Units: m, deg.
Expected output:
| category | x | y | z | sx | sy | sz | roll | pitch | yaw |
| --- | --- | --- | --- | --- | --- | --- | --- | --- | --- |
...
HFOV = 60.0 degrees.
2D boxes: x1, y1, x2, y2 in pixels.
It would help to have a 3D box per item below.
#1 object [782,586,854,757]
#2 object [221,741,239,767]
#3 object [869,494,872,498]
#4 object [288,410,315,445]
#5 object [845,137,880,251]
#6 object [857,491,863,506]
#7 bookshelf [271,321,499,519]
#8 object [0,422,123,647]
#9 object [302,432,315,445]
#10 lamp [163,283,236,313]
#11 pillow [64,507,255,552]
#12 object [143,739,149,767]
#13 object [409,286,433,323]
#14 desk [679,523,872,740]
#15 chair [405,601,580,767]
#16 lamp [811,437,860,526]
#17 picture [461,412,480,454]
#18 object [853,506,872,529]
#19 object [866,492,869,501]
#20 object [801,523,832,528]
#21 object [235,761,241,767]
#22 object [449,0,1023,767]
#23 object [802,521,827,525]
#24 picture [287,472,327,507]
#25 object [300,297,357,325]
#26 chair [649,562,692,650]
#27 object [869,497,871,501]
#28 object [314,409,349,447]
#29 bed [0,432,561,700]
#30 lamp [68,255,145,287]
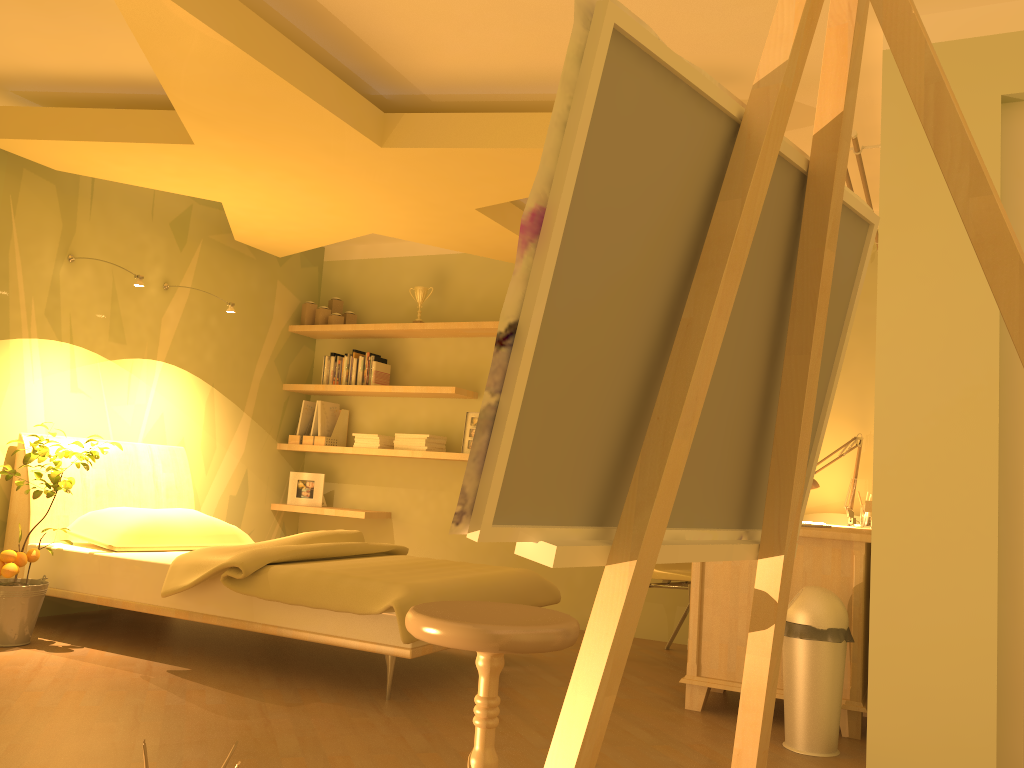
| category | x | y | z | sx | sy | sz | roll | pitch | yaw |
| --- | --- | --- | --- | --- | --- | --- | --- | --- | --- |
| object | 1.020 | 0.956 | 3.002 | 0.248 | 0.535 | 0.255 | 8 | -7 | -29 |
| object | -0.589 | 0.814 | 1.625 | 0.010 | 0.278 | 0.172 | -1 | -8 | 38 |
| object | 1.739 | 0.615 | 4.341 | 0.008 | 0.155 | 0.073 | 5 | -7 | -9 |
| object | -1.404 | 0.288 | 6.022 | 0.087 | 0.259 | 0.236 | 2 | -7 | 20 |
| object | 1.600 | -0.791 | 3.927 | 0.190 | 0.113 | 1.708 | 1 | -7 | 26 |
| object | 1.727 | 0.612 | 4.372 | 0.053 | 0.162 | 0.009 | 4 | -6 | 2 |
| bookshelf | -0.319 | 0.254 | 5.510 | 2.605 | 1.240 | 0.300 | 1 | -7 | 26 |
| object | -2.099 | 0.611 | 3.697 | 0.372 | 0.944 | 0.828 | 2 | -7 | 19 |
| object | -1.290 | 0.290 | 5.968 | 0.087 | 0.259 | 0.236 | 1 | -7 | 26 |
| lamp | -1.739 | -0.482 | 4.932 | 0.533 | 0.178 | 0.050 | 1 | -7 | 26 |
| pillow | -1.725 | 0.730 | 4.409 | 0.482 | 0.213 | 0.801 | -1 | -8 | 36 |
| object | -0.630 | 0.784 | 1.555 | 0.069 | 0.319 | 0.010 | 9 | -8 | -37 |
| object | -0.600 | -0.496 | 5.771 | 0.160 | 0.268 | 0.095 | 4 | -7 | -4 |
| desk | 1.259 | 0.984 | 3.911 | 0.684 | 0.720 | 1.396 | 1 | -7 | 26 |
| chair | -0.061 | 0.731 | 1.752 | 0.364 | 0.551 | 0.348 | -1 | -8 | 37 |
| lamp | 1.564 | 0.472 | 4.432 | 0.484 | 0.455 | 0.140 | 9 | -8 | -39 |
| picture | -0.209 | 0.311 | 5.507 | 0.134 | 0.264 | 0.171 | 1 | -7 | 25 |
| object | 1.690 | 0.640 | 4.277 | 0.070 | 0.105 | 0.240 | 2 | -7 | 18 |
| object | 1.743 | 0.613 | 4.377 | 0.034 | 0.165 | 0.009 | 2 | -7 | 18 |
| object | 1.174 | 0.597 | 3.792 | 0.210 | 0.010 | 0.300 | 9 | -8 | -39 |
| object | -0.564 | 0.807 | 1.582 | 0.159 | 0.286 | 0.010 | 2 | -7 | 21 |
| object | 0.546 | 0.121 | 1.454 | 1.132 | 1.896 | 0.972 | 3 | -7 | 8 |
| object | 1.441 | 0.690 | 4.439 | 0.040 | 0.009 | 0.300 | 8 | -8 | -34 |
| picture | -1.366 | 0.704 | 5.932 | 0.247 | 0.219 | 0.131 | 4 | -7 | 3 |
| object | -1.246 | -0.489 | 6.057 | 0.349 | 0.229 | 0.234 | 1 | -7 | 27 |
| chair | 0.860 | 0.978 | 4.389 | 0.531 | 0.785 | 0.546 | 10 | -9 | -44 |
| object | 1.721 | 0.615 | 4.286 | 0.010 | 0.138 | 0.043 | 4 | -6 | 0 |
| object | -1.203 | 0.291 | 5.926 | 0.087 | 0.259 | 0.236 | 1 | -7 | 26 |
| bed | -1.104 | 0.753 | 4.095 | 2.378 | 0.894 | 1.286 | 1 | -7 | 26 |
| lamp | -2.005 | -0.564 | 4.380 | 0.533 | 0.178 | 0.050 | 1 | -7 | 26 |
